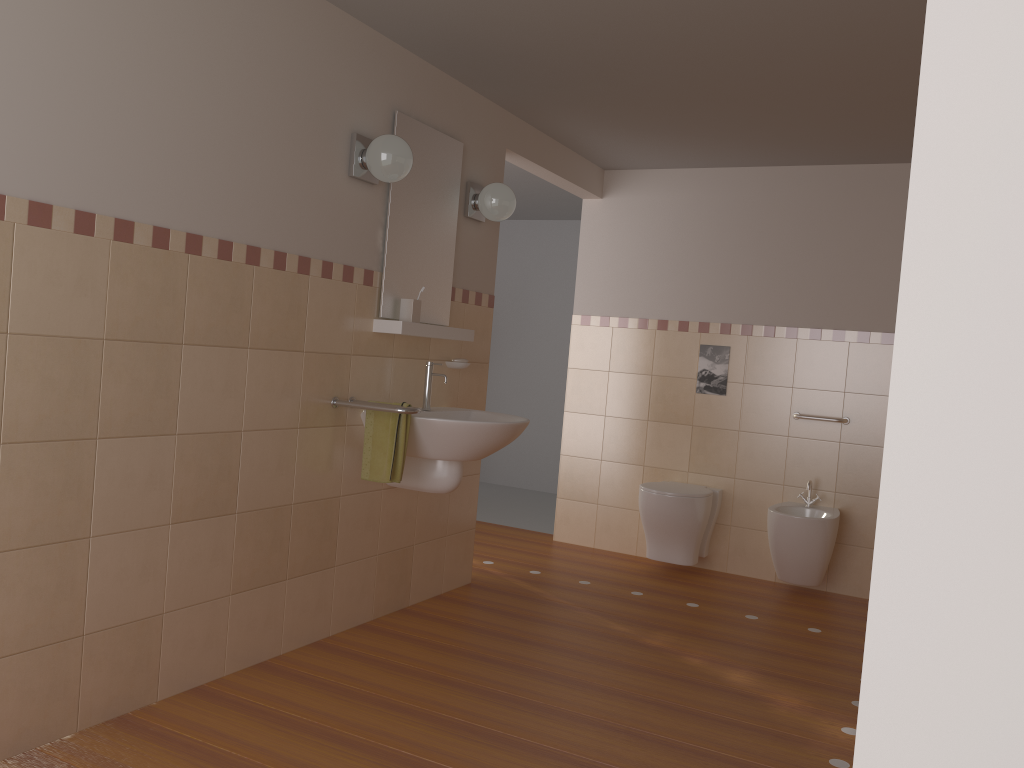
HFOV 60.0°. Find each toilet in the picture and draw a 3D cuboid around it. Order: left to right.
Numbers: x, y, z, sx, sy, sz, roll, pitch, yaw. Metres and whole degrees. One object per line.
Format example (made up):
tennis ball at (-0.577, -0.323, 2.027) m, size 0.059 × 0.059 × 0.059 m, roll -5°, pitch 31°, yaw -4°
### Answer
toilet at (0.894, 0.759, 4.838) m, size 0.375 × 0.400 × 0.534 m, roll 6°, pitch 2°, yaw 27°

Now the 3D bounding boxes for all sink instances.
sink at (-0.208, 0.181, 3.557) m, size 0.539 × 0.516 × 0.683 m, roll 6°, pitch 2°, yaw 27°
sink at (1.489, 0.760, 4.540) m, size 0.335 × 0.517 × 0.515 m, roll 6°, pitch 2°, yaw 27°

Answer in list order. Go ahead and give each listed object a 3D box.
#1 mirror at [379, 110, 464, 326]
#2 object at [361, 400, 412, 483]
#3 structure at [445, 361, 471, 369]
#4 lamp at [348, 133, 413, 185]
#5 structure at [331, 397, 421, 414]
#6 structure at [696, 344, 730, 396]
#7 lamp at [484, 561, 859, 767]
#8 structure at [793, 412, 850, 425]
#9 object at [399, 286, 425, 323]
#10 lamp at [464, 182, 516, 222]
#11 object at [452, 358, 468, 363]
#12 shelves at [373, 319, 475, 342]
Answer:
mirror at (-0.362, -0.653, 3.646) m, size 0.008 × 0.799 × 0.502 m, roll 6°, pitch 2°, yaw 27°
object at (-0.463, 0.212, 3.278) m, size 0.181 × 0.306 × 0.085 m, roll 7°, pitch 3°, yaw 43°
structure at (-0.232, -0.081, 3.941) m, size 0.092 × 0.029 × 0.117 m, roll 6°, pitch 2°, yaw 27°
lamp at (-0.461, -0.821, 3.233) m, size 0.209 × 0.173 × 0.173 m, roll 6°, pitch 2°, yaw 27°
structure at (-0.483, 0.083, 3.225) m, size 0.333 × 0.042 × 0.142 m, roll 6°, pitch 2°, yaw 27°
structure at (1.136, -0.079, 5.014) m, size 0.170 × 0.279 × 0.005 m, roll 6°, pitch 2°, yaw 27°
lamp at (-0.370, 0.988, 3.111) m, size 2.893 × 0.001 × 3.173 m, roll 6°, pitch 2°, yaw 27°
structure at (1.635, 0.183, 4.711) m, size 0.295 × 0.042 × 0.091 m, roll 6°, pitch 2°, yaw 27°
object at (-0.395, -0.317, 3.519) m, size 0.073 × 0.149 × 0.063 m, roll 6°, pitch 2°, yaw 27°
lamp at (-0.082, -0.813, 3.966) m, size 0.209 × 0.173 × 0.173 m, roll 6°, pitch 2°, yaw 27°
object at (-0.231, -0.103, 3.942) m, size 0.075 × 0.023 × 0.050 m, roll 4°, pitch 2°, yaw -8°
shelves at (-0.352, -0.217, 3.636) m, size 0.138 × 0.050 × 0.554 m, roll 6°, pitch 2°, yaw 27°
